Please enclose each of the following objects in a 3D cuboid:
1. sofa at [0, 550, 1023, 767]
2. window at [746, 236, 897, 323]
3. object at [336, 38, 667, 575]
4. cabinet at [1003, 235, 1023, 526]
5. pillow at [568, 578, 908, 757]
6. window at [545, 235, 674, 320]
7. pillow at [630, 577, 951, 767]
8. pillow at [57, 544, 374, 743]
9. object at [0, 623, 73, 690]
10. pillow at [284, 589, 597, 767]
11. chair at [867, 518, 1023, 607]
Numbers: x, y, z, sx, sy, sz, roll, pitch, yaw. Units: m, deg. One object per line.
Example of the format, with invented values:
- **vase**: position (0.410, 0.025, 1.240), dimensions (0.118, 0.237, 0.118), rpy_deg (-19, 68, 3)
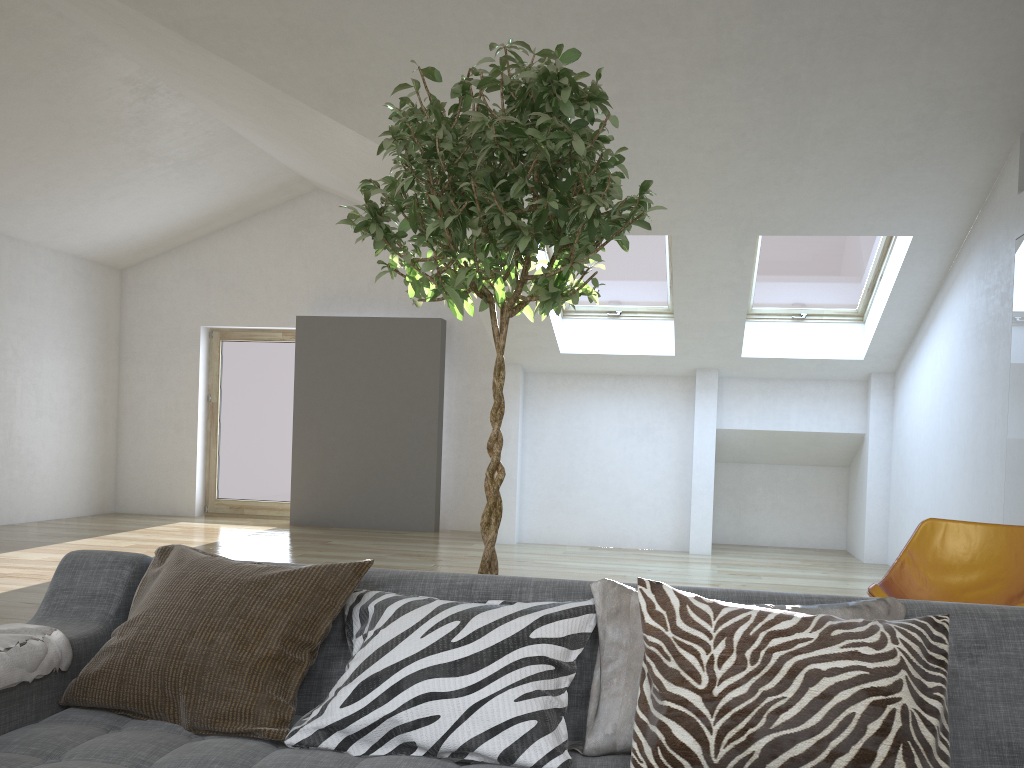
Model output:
- **sofa**: position (0.080, 0.744, 1.590), dimensions (2.515, 0.684, 1.004), rpy_deg (2, -2, 9)
- **window**: position (2.436, -0.893, 7.149), dimensions (1.503, 0.729, 1.865), rpy_deg (2, -3, 11)
- **object**: position (-0.063, 0.119, 2.355), dimensions (0.825, 2.021, 0.788), rpy_deg (2, 0, -11)
- **cabinet**: position (2.683, 0.235, 4.251), dimensions (0.123, 2.243, 1.760), rpy_deg (2, -1, 12)
- **pillow**: position (0.445, 0.567, 1.711), dimensions (0.655, 0.319, 0.257), rpy_deg (2, -1, 9)
- **window**: position (0.832, -0.937, 7.381), dimensions (1.503, 0.729, 1.865), rpy_deg (2, -3, 11)
- **pillow**: position (0.478, 0.532, 1.533), dimensions (0.568, 0.341, 0.276), rpy_deg (2, -1, 13)
- **pillow**: position (-0.630, 0.530, 1.866), dimensions (0.585, 0.338, 0.305), rpy_deg (1, -1, 19)
- **object**: position (-1.103, 0.678, 1.641), dimensions (0.364, 0.419, 0.473), rpy_deg (2, -2, 14)
- **pillow**: position (-0.121, 0.572, 1.748), dimensions (0.572, 0.283, 0.351), rpy_deg (2, -2, 10)
- **chair**: position (1.783, 0.916, 3.502), dimensions (0.651, 0.723, 0.721), rpy_deg (1, -2, 41)
